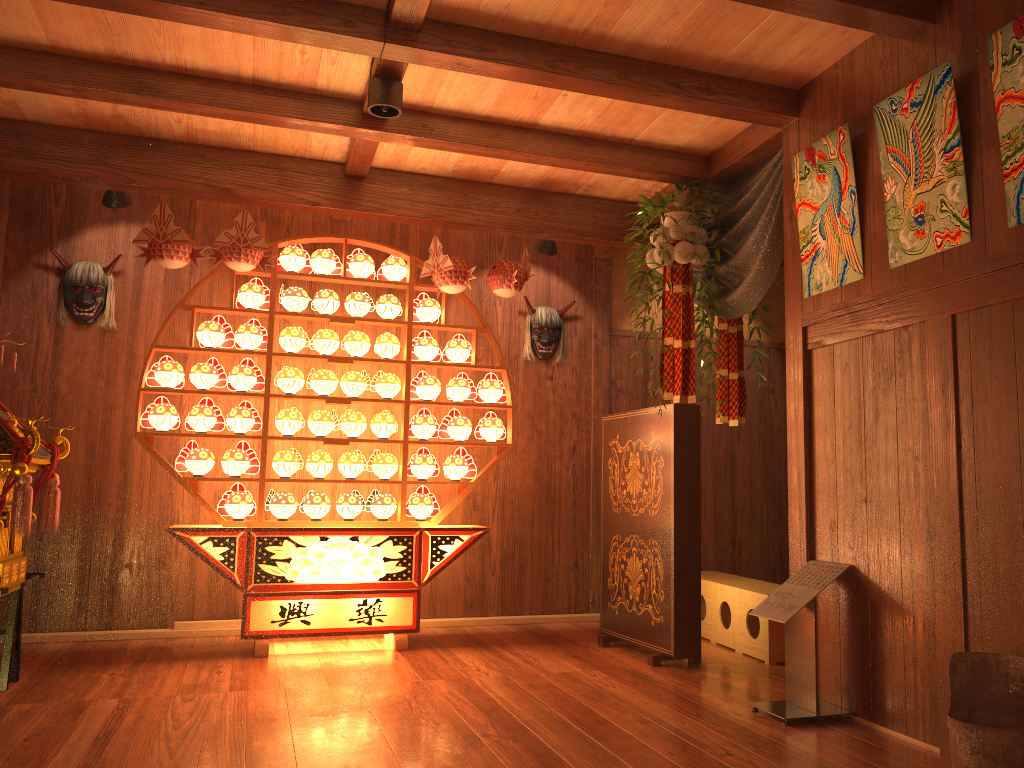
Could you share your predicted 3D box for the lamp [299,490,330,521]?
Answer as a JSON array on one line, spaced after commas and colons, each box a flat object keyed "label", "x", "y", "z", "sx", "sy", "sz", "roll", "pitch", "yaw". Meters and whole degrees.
[{"label": "lamp", "x": -1.032, "y": 0.646, "z": 4.690, "sx": 0.144, "sy": 0.161, "sz": 0.151, "roll": 6, "pitch": -9, "yaw": -37}]

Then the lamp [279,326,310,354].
[{"label": "lamp", "x": -1.181, "y": -0.240, "z": 4.741, "sx": 0.137, "sy": 0.167, "sz": 0.159, "roll": 0, "pitch": -7, "yaw": 13}]

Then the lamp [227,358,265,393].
[{"label": "lamp", "x": -1.413, "y": -0.050, "z": 4.634, "sx": 0.201, "sy": 0.200, "sz": 0.156, "roll": 1, "pitch": -7, "yaw": -3}]

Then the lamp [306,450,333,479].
[{"label": "lamp", "x": -1.026, "y": 0.428, "z": 4.715, "sx": 0.142, "sy": 0.161, "sz": 0.154, "roll": 3, "pitch": -7, "yaw": -17}]

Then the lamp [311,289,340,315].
[{"label": "lamp", "x": -1.010, "y": -0.447, "z": 4.822, "sx": 0.143, "sy": 0.161, "sz": 0.152, "roll": 5, "pitch": -8, "yaw": -27}]

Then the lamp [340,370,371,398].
[{"label": "lamp", "x": -0.873, "y": -0.002, "z": 4.832, "sx": 0.134, "sy": 0.167, "sz": 0.162, "roll": -4, "pitch": -9, "yaw": 37}]

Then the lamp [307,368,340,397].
[{"label": "lamp", "x": -1.006, "y": -0.008, "z": 4.779, "sx": 0.155, "sy": 0.161, "sz": 0.141, "roll": 0, "pitch": -7, "yaw": 12}]

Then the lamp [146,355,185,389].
[{"label": "lamp", "x": -1.747, "y": -0.063, "z": 4.518, "sx": 0.196, "sy": 0.187, "sz": 0.152, "roll": 6, "pitch": -9, "yaw": -37}]

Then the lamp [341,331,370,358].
[{"label": "lamp", "x": -0.845, "y": -0.221, "z": 4.856, "sx": 0.144, "sy": 0.167, "sz": 0.151, "roll": 6, "pitch": -9, "yaw": -37}]

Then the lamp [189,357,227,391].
[{"label": "lamp", "x": -1.597, "y": -0.056, "z": 4.573, "sx": 0.178, "sy": 0.191, "sz": 0.159, "roll": 0, "pitch": -7, "yaw": 12}]

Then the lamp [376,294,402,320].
[{"label": "lamp", "x": -0.691, "y": -0.434, "z": 4.934, "sx": 0.140, "sy": 0.173, "sz": 0.156, "roll": 1, "pitch": -7, "yaw": -2}]

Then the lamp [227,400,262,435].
[{"label": "lamp", "x": -1.415, "y": 0.172, "z": 4.608, "sx": 0.183, "sy": 0.192, "sz": 0.156, "roll": 1, "pitch": -7, "yaw": -3}]

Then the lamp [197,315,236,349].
[{"label": "lamp", "x": -1.572, "y": -0.278, "z": 4.607, "sx": 0.199, "sy": 0.200, "sz": 0.158, "roll": 0, "pitch": -7, "yaw": 7}]

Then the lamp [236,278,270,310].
[{"label": "lamp", "x": -1.384, "y": -0.486, "z": 4.695, "sx": 0.201, "sy": 0.200, "sz": 0.156, "roll": 1, "pitch": -7, "yaw": -3}]

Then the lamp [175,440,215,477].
[{"label": "lamp", "x": -1.591, "y": 0.381, "z": 4.528, "sx": 0.152, "sy": 0.194, "sz": 0.191, "roll": -3, "pitch": -8, "yaw": 32}]

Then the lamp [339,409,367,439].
[{"label": "lamp", "x": -0.858, "y": 0.216, "z": 4.800, "sx": 0.144, "sy": 0.167, "sz": 0.152, "roll": 5, "pitch": -8, "yaw": -32}]

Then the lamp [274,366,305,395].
[{"label": "lamp", "x": -1.175, "y": -0.021, "z": 4.712, "sx": 0.144, "sy": 0.167, "sz": 0.151, "roll": 6, "pitch": -9, "yaw": -37}]

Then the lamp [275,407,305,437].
[{"label": "lamp", "x": -1.186, "y": 0.198, "z": 4.687, "sx": 0.139, "sy": 0.167, "sz": 0.157, "roll": 1, "pitch": -7, "yaw": 3}]

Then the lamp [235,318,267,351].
[{"label": "lamp", "x": -1.390, "y": -0.266, "z": 4.667, "sx": 0.190, "sy": 0.195, "sz": 0.156, "roll": 1, "pitch": -7, "yaw": -3}]

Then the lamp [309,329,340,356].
[{"label": "lamp", "x": -1.005, "y": -0.227, "z": 4.800, "sx": 0.144, "sy": 0.161, "sz": 0.151, "roll": 6, "pitch": -9, "yaw": -37}]

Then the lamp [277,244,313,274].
[{"label": "lamp", "x": -1.187, "y": -0.695, "z": 4.788, "sx": 0.202, "sy": 0.200, "sz": 0.155, "roll": 2, "pitch": -7, "yaw": -8}]

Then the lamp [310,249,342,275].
[{"label": "lamp", "x": -1.041, "y": -0.675, "z": 4.842, "sx": 0.167, "sy": 0.179, "sz": 0.159, "roll": -1, "pitch": -7, "yaw": 13}]

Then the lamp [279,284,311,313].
[{"label": "lamp", "x": -1.164, "y": -0.457, "z": 4.782, "sx": 0.157, "sy": 0.167, "sz": 0.138, "roll": 1, "pitch": -7, "yaw": -3}]

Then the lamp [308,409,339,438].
[{"label": "lamp", "x": -1.032, "y": 0.210, "z": 4.747, "sx": 0.162, "sy": 0.161, "sz": 0.134, "roll": 7, "pitch": -9, "yaw": -42}]

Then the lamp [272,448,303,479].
[{"label": "lamp", "x": -1.196, "y": 0.416, "z": 4.661, "sx": 0.137, "sy": 0.167, "sz": 0.159, "roll": 0, "pitch": -7, "yaw": 13}]

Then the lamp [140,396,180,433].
[{"label": "lamp", "x": -1.767, "y": 0.151, "z": 4.486, "sx": 0.195, "sy": 0.195, "sz": 0.152, "roll": 6, "pitch": -8, "yaw": -33}]

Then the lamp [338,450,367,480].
[{"label": "lamp", "x": -0.872, "y": 0.435, "z": 4.773, "sx": 0.137, "sy": 0.167, "sz": 0.159, "roll": 0, "pitch": -7, "yaw": 13}]

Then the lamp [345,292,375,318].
[{"label": "lamp", "x": -0.857, "y": -0.440, "z": 4.882, "sx": 0.136, "sy": 0.167, "sz": 0.160, "roll": -2, "pitch": -8, "yaw": 22}]

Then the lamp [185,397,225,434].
[{"label": "lamp", "x": -1.594, "y": 0.158, "z": 4.546, "sx": 0.202, "sy": 0.200, "sz": 0.155, "roll": 2, "pitch": -7, "yaw": -8}]

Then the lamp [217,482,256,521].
[{"label": "lamp", "x": -1.406, "y": 0.607, "z": 4.564, "sx": 0.200, "sy": 0.197, "sz": 0.152, "roll": 5, "pitch": -8, "yaw": -28}]

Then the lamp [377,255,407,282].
[{"label": "lamp", "x": -0.658, "y": -0.659, "z": 4.971, "sx": 0.192, "sy": 0.188, "sz": 0.154, "roll": 3, "pitch": -7, "yaw": -13}]

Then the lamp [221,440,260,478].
[{"label": "lamp", "x": -1.433, "y": 0.386, "z": 4.576, "sx": 0.199, "sy": 0.200, "sz": 0.158, "roll": 0, "pitch": -7, "yaw": 7}]

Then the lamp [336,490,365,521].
[{"label": "lamp", "x": -0.877, "y": 0.652, "z": 4.747, "sx": 0.137, "sy": 0.167, "sz": 0.159, "roll": 0, "pitch": -7, "yaw": 13}]

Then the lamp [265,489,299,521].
[{"label": "lamp", "x": -1.191, "y": 0.635, "z": 4.639, "sx": 0.155, "sy": 0.167, "sz": 0.141, "roll": 0, "pitch": -7, "yaw": 12}]

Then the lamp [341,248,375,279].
[{"label": "lamp", "x": -0.832, "y": -0.675, "z": 4.911, "sx": 0.206, "sy": 0.200, "sz": 0.152, "roll": 5, "pitch": -8, "yaw": -28}]
